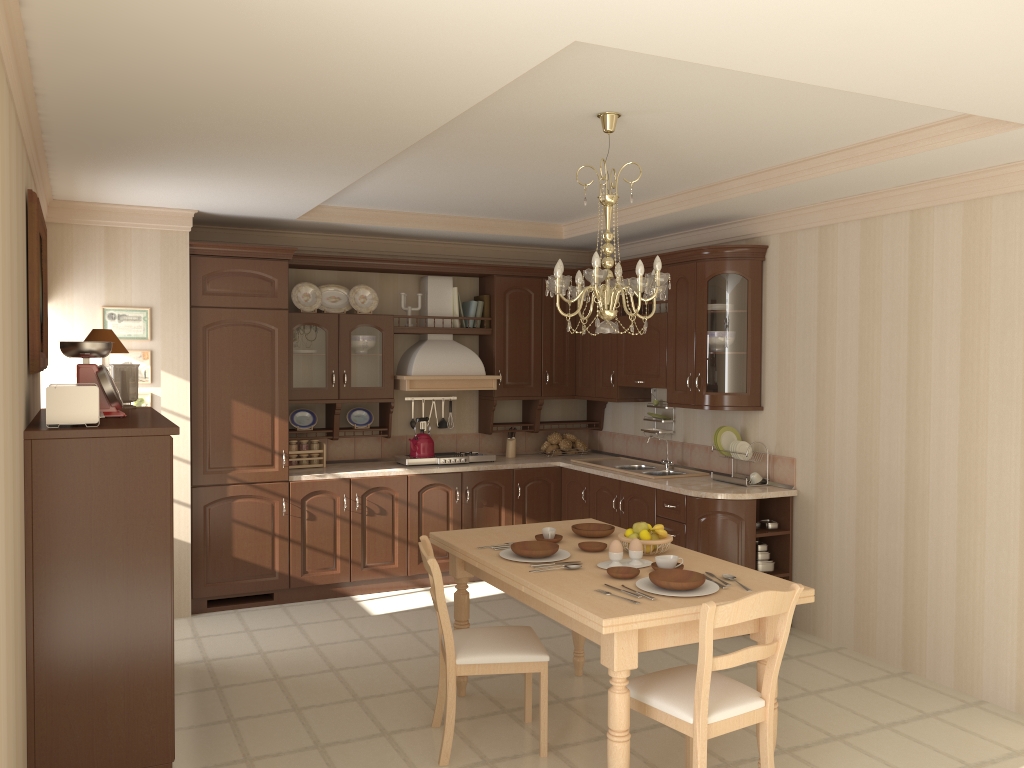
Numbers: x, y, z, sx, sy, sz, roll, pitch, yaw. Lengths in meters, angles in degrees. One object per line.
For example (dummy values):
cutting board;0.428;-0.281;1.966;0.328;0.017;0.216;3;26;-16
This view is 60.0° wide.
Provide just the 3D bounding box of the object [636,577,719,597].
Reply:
object;0.600;0.735;3.222;0.299;0.009;0.299;2;2;43

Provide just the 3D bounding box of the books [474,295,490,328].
books;-0.230;-0.553;6.840;0.052;0.254;0.205;-1;2;-26

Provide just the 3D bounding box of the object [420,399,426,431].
object;-0.676;0.237;6.753;0.051;0.245;0.003;-1;2;-26

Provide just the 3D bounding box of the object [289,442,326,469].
object;-1.463;0.502;6.219;0.276;0.170;0.140;-1;2;-30

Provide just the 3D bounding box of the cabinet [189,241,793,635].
cabinet;-0.281;0.288;5.648;3.226;2.313;2.436;-1;2;-26

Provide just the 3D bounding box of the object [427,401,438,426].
object;-0.606;0.230;6.785;0.089;0.195;0.005;-1;2;-26

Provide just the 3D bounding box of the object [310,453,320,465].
object;-1.393;0.529;6.259;0.068;0.088;0.068;0;2;-10

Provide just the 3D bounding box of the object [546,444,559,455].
object;0.319;0.524;7.040;0.104;0.092;0.114;1;2;21

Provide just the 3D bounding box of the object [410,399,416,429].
object;-0.749;0.226;6.714;0.048;0.231;0.015;0;2;-25

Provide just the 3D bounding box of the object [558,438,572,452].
object;0.424;0.485;7.065;0.110;0.102;0.115;0;2;3

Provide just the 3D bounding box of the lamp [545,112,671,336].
lamp;0.394;-0.692;3.630;0.502;0.982;0.501;1;2;34

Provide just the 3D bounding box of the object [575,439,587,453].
object;0.554;0.496;7.128;0.097;0.106;0.117;1;2;20

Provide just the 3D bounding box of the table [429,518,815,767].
table;0.351;1.112;3.735;0.900;0.774;1.567;-1;2;-26

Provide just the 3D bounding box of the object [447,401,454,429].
object;-0.475;0.238;6.849;0.049;0.219;0.049;2;2;41

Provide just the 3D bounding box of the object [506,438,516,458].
object;-0.004;0.498;6.974;0.078;0.148;0.151;1;2;12

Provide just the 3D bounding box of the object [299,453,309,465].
object;-1.461;0.530;6.220;0.068;0.088;0.068;0;2;-10

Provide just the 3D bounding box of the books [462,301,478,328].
books;-0.338;-0.529;6.795;0.086;0.209;0.205;-1;2;-26

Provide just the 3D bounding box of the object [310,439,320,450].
object;-1.393;0.429;6.257;0.068;0.088;0.068;0;2;-10

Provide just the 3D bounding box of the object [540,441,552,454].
object;0.277;0.504;7.096;0.092;0.109;0.123;1;2;31

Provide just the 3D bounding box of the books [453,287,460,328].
books;-0.451;-0.577;6.738;0.042;0.305;0.194;-1;2;-26

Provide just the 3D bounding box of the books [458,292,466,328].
books;-0.419;-0.560;6.761;0.068;0.271;0.194;-1;2;-26

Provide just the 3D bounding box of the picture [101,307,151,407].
picture;-2.295;0.026;5.281;0.268;0.964;0.010;-1;2;-26

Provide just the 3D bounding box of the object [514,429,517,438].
object;0.016;0.430;7.010;0.022;0.159;0.050;1;2;33

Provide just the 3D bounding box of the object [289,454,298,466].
object;-1.528;0.531;6.180;0.068;0.088;0.068;0;2;-10

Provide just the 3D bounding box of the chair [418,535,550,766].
chair;-0.132;1.077;3.701;0.517;0.846;0.462;0;2;-9

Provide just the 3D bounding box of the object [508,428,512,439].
object;-0.025;0.446;6.968;0.053;0.198;0.027;-1;2;-42

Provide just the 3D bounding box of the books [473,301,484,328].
books;-0.288;-0.529;6.809;0.080;0.209;0.205;-1;2;-26

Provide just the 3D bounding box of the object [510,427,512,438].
object;-0.012;0.435;6.995;0.027;0.191;0.052;1;2;20

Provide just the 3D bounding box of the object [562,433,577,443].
object;0.459;0.434;7.152;0.112;0.078;0.125;-1;2;-32

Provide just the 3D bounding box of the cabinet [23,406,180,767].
cabinet;-1.773;0.813;3.868;0.538;1.349;1.513;-1;2;-26

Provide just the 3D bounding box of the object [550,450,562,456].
object;0.346;0.542;7.077;0.119;0.058;0.114;1;2;29

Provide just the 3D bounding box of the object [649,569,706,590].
object;0.600;0.717;3.221;0.204;0.042;0.204;1;2;34

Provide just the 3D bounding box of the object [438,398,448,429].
object;-0.535;0.227;6.834;0.088;0.236;0.028;-1;2;-26

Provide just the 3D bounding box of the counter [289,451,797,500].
counter;-0.007;0.623;5.780;2.603;0.034;2.422;-1;2;-26

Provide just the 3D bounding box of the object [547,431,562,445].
object;0.341;0.433;7.075;0.118;0.105;0.100;-1;2;-31

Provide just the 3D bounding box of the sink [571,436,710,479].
sink;0.878;0.528;6.283;0.448;0.348;1.077;-1;2;-26

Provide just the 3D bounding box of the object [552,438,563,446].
object;0.369;0.474;7.150;0.110;0.092;0.113;1;2;26

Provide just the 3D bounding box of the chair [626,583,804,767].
chair;0.683;1.097;3.139;0.462;0.846;0.517;-1;2;-33

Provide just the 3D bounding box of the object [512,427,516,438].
object;0.012;0.441;6.973;0.053;0.198;0.027;-1;2;-42

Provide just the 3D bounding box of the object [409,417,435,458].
object;-0.649;0.383;6.400;0.181;0.282;0.227;0;2;-3

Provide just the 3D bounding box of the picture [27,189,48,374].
picture;-1.999;-0.393;3.750;0.036;0.687;0.990;-1;2;-26
